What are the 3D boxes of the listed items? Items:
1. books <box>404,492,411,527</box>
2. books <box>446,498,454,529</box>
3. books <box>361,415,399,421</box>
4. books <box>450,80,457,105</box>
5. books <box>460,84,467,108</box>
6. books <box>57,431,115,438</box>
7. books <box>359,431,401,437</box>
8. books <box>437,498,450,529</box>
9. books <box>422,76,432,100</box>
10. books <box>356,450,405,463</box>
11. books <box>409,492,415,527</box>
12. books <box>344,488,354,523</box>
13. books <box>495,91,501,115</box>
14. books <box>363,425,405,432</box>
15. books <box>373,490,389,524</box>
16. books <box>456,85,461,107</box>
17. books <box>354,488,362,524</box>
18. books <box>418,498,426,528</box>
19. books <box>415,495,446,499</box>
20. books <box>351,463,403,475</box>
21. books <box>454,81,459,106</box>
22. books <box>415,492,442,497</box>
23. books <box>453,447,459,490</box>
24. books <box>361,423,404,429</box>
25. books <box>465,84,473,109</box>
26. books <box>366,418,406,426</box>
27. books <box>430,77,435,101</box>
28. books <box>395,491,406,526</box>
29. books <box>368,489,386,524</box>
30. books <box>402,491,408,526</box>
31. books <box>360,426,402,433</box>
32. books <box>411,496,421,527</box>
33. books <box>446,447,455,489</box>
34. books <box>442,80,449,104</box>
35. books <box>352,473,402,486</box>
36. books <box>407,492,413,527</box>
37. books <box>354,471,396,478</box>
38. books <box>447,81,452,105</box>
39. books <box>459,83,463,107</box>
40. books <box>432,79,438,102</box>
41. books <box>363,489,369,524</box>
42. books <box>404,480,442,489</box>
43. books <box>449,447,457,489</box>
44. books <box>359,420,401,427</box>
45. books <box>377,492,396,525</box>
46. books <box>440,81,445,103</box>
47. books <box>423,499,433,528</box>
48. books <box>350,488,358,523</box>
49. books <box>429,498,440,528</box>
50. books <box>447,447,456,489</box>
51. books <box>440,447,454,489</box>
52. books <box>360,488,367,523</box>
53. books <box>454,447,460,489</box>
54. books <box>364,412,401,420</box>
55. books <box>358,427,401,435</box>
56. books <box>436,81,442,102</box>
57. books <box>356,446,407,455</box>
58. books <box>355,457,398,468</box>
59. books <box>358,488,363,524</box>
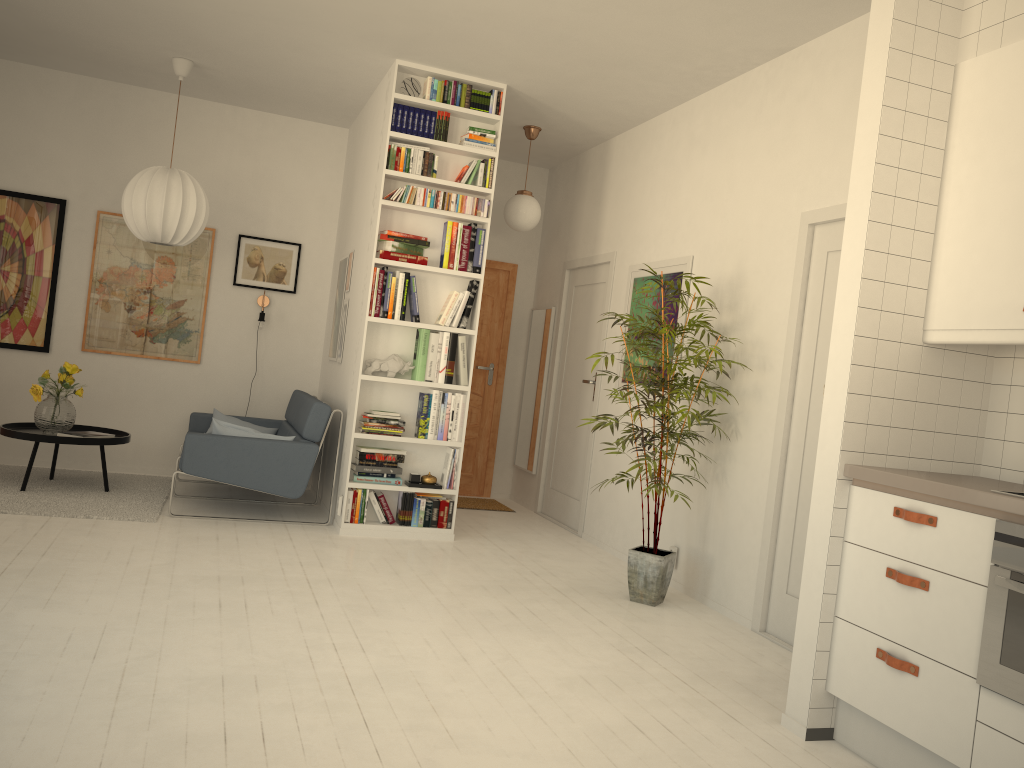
[{"bbox_3d":[-0.680,0.774,5.598,0.015,0.214,0.202,7,1,-19],"label":"books"},{"bbox_3d":[-0.426,0.822,5.716,0.032,0.176,0.230,7,1,-19],"label":"books"},{"bbox_3d":[-0.828,0.209,5.526,0.221,0.010,0.169,7,1,-16],"label":"books"},{"bbox_3d":[-0.398,-1.808,5.603,0.024,0.156,0.228,7,1,-19],"label":"books"},{"bbox_3d":[-0.336,-1.800,5.627,0.032,0.154,0.212,7,1,-19],"label":"books"},{"bbox_3d":[-2.737,0.335,5.704,0.200,0.031,0.289,7,1,15],"label":"books"},{"bbox_3d":[-0.826,0.305,5.522,0.247,0.009,0.170,7,1,-16],"label":"books"},{"bbox_3d":[-0.462,0.817,5.685,0.056,0.180,0.202,7,1,-19],"label":"books"},{"bbox_3d":[-0.535,-1.820,5.528,0.026,0.149,0.155,7,1,-19],"label":"books"},{"bbox_3d":[-0.830,0.449,5.543,0.285,0.047,0.185,7,1,-19],"label":"books"},{"bbox_3d":[-0.656,0.776,5.620,0.015,0.214,0.202,7,1,-19],"label":"books"},{"bbox_3d":[-1.025,0.746,5.489,0.039,0.199,0.185,7,1,-19],"label":"books"},{"bbox_3d":[-0.122,-1.773,5.691,0.021,0.151,0.228,7,1,-19],"label":"books"},{"bbox_3d":[-0.803,0.271,5.562,0.255,0.014,0.197,7,1,-9],"label":"books"},{"bbox_3d":[-0.825,0.768,5.545,0.118,0.192,0.118,7,0,-19],"label":"books"},{"bbox_3d":[-0.363,-1.794,5.599,0.019,0.137,0.201,7,1,-19],"label":"books"},{"bbox_3d":[-0.968,0.745,5.500,0.020,0.211,0.185,7,1,-19],"label":"books"},{"bbox_3d":[-0.597,0.803,5.644,0.032,0.176,0.222,7,1,-19],"label":"books"},{"bbox_3d":[-0.529,0.713,5.656,0.193,0.012,0.130,7,1,-19],"label":"books"},{"bbox_3d":[-0.851,0.526,5.537,0.297,0.039,0.165,6,1,-24],"label":"books"},{"bbox_3d":[-0.379,-1.806,5.604,0.012,0.158,0.220,7,1,-19],"label":"books"},{"bbox_3d":[-0.534,0.704,5.635,0.165,0.006,0.103,7,1,-19],"label":"books"},{"bbox_3d":[-0.383,0.536,5.693,0.007,0.257,0.181,7,0,-19],"label":"books"},{"bbox_3d":[-0.814,0.258,5.537,0.250,0.008,0.135,6,1,-23],"label":"books"},{"bbox_3d":[-0.301,-1.795,5.623,0.032,0.152,0.200,7,1,-19],"label":"books"},{"bbox_3d":[-0.792,0.232,5.547,0.235,0.025,0.163,7,1,-13],"label":"books"},{"bbox_3d":[-0.523,-1.817,5.551,0.013,0.146,0.208,7,1,-19],"label":"books"},{"bbox_3d":[-0.710,0.770,5.593,0.015,0.214,0.202,7,1,-19],"label":"books"},{"bbox_3d":[-0.855,0.761,5.542,0.135,0.200,0.134,7,1,-19],"label":"books"},{"bbox_3d":[-0.698,0.772,5.605,0.015,0.214,0.202,7,1,-19],"label":"books"},{"bbox_3d":[-0.819,0.281,5.529,0.248,0.009,0.171,7,1,-16],"label":"books"},{"bbox_3d":[-0.633,0.797,5.637,0.044,0.179,0.224,7,1,-19],"label":"books"},{"bbox_3d":[-0.423,0.533,5.701,0.030,0.256,0.198,7,1,-19],"label":"books"},{"bbox_3d":[-0.437,-1.807,5.564,0.028,0.147,0.192,7,1,-19],"label":"books"},{"bbox_3d":[-0.849,0.593,5.558,0.297,0.038,0.204,7,1,-14],"label":"books"},{"bbox_3d":[-0.668,0.775,5.610,0.015,0.214,0.202,7,1,-19],"label":"books"},{"bbox_3d":[-0.867,0.556,5.550,0.241,0.024,0.168,6,1,-24],"label":"books"},{"bbox_3d":[-0.418,-1.806,5.588,0.024,0.148,0.188,7,1,-19],"label":"books"},{"bbox_3d":[-0.352,-1.800,5.610,0.009,0.151,0.208,7,1,-19],"label":"books"},{"bbox_3d":[-0.498,-1.809,5.533,0.023,0.137,0.161,7,1,-19],"label":"books"},{"bbox_3d":[-0.922,0.748,5.516,0.010,0.215,0.193,7,1,-19],"label":"books"},{"bbox_3d":[-0.559,0.636,5.588,0.214,0.023,0.130,7,1,-19],"label":"books"},{"bbox_3d":[-0.394,0.535,5.703,0.008,0.256,0.184,7,1,-19],"label":"books"},{"bbox_3d":[-0.823,0.248,5.515,0.237,0.012,0.120,6,1,-24],"label":"books"},{"bbox_3d":[-0.797,0.775,5.562,0.131,0.188,0.136,7,1,-19],"label":"books"},{"bbox_3d":[-0.465,-1.808,5.575,0.018,0.141,0.207,7,1,-19],"label":"books"},{"bbox_3d":[-0.560,0.814,5.657,0.048,0.163,0.209,7,1,-19],"label":"books"},{"bbox_3d":[-0.992,0.745,5.497,0.026,0.206,0.187,7,1,-19],"label":"books"},{"bbox_3d":[-0.519,0.815,5.686,0.050,0.170,0.221,7,1,-19],"label":"books"},{"bbox_3d":[-0.403,0.536,5.670,0.033,0.258,0.130,7,0,-19],"label":"books"},{"bbox_3d":[-0.431,0.531,5.695,0.034,0.257,0.209,7,1,-19],"label":"books"},{"bbox_3d":[-0.942,0.745,5.525,0.021,0.215,0.174,7,1,-19],"label":"books"},{"bbox_3d":[-0.372,0.538,5.688,0.011,0.256,0.139,7,0,-19],"label":"books"},{"bbox_3d":[-0.816,0.197,5.539,0.212,0.017,0.165,6,1,-22],"label":"books"},{"bbox_3d":[-0.829,0.293,5.518,0.246,0.014,0.173,7,1,-20],"label":"books"},{"bbox_3d":[-0.490,-1.806,5.581,0.025,0.131,0.253,7,1,-19],"label":"books"},{"bbox_3d":[-0.827,0.412,5.558,0.297,0.024,0.162,6,1,-28],"label":"books"},{"bbox_3d":[-0.852,0.490,5.535,0.247,0.039,0.143,6,1,-22],"label":"books"},{"bbox_3d":[-0.958,0.747,5.518,0.012,0.206,0.193,7,1,-19],"label":"books"}]
